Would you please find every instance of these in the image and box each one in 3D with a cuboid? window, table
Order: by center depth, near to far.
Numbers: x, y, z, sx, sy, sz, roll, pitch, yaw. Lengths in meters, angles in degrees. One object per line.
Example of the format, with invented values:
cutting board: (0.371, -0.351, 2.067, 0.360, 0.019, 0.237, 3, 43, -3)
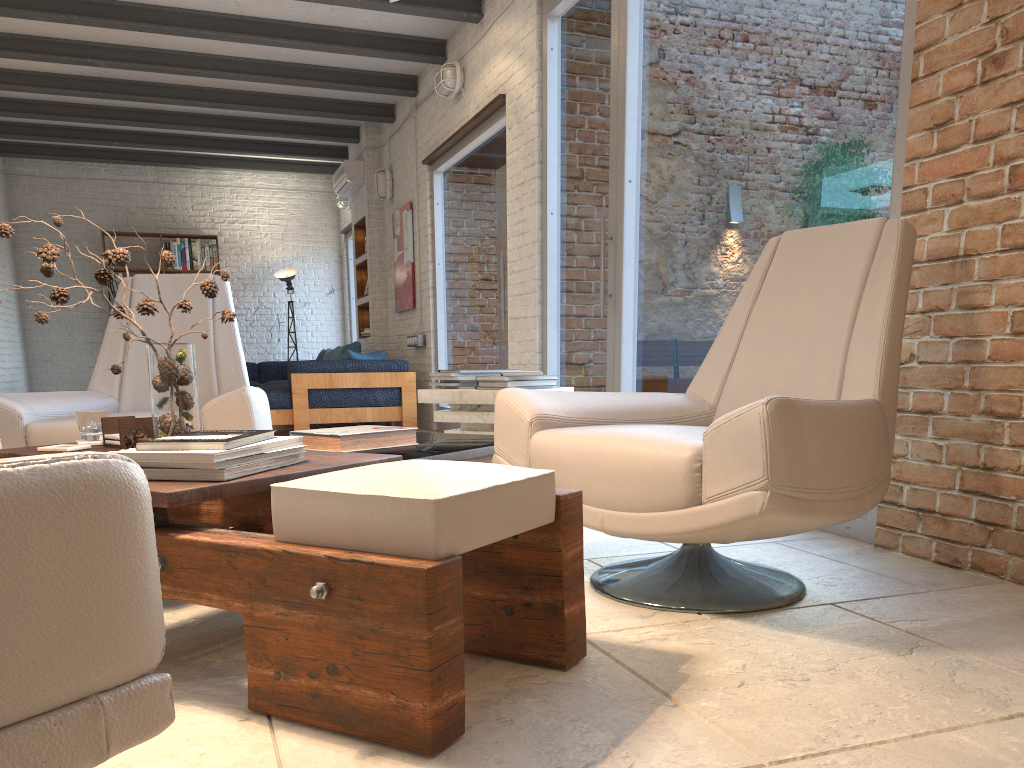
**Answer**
table: (-0.678, 0.346, 2.515, 2.195, 0.440, 1.938, 1, 2, 31)
table: (-0.061, 0.272, 3.822, 0.492, 0.517, 0.485, 3, 8, 30)
window: (0.177, -2.755, 5.696, 0.644, 6.552, 12.103, -5, 5, -20)

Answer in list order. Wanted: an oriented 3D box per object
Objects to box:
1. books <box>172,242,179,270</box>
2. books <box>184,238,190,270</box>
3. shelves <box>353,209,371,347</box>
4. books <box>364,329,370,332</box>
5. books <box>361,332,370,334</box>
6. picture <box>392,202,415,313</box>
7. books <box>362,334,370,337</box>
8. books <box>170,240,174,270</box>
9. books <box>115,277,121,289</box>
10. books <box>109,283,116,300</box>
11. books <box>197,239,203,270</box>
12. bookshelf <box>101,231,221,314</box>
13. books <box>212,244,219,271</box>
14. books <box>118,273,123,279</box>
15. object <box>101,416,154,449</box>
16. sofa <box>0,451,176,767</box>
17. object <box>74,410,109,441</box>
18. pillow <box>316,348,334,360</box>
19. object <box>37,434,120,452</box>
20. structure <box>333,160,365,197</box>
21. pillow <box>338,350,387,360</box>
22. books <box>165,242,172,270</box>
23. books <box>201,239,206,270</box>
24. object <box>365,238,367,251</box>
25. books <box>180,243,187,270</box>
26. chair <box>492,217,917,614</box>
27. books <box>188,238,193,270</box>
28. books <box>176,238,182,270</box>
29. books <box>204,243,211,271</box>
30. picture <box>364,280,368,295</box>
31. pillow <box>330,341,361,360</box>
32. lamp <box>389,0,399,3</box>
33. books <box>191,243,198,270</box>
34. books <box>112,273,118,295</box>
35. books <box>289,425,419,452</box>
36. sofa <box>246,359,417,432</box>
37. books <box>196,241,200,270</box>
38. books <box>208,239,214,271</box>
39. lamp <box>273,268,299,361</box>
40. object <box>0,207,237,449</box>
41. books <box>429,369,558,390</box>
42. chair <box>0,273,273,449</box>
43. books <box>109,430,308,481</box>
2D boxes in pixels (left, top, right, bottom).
books: (-4.183, -1.574, 10.836, 0.055, 0.338, 0.249, -5, 9, -20)
books: (-4.050, -1.604, 10.876, 0.036, 0.393, 0.238, -5, 10, -20)
shelves: (-1.573, -1.130, 9.700, 0.191, 1.465, 0.749, -5, 10, -20)
books: (-1.591, -0.598, 9.778, 0.132, 0.034, 0.201, -1, 2, -10)
books: (-1.590, -0.572, 9.776, 0.170, 0.019, 0.232, -1, 2, -18)
picture: (-1.055, -1.201, 8.448, 0.019, 0.985, 0.727, -5, 9, -20)
books: (-1.601, -0.545, 9.790, 0.162, 0.017, 0.247, -1, 1, -10)
books: (-4.226, -1.588, 10.836, 0.020, 0.368, 0.265, -5, 9, -20)
books: (-4.813, -1.135, 10.735, 0.102, 0.343, 0.249, -4, 9, -20)
books: (-4.887, -1.158, 10.675, 0.091, 0.394, 0.238, -5, 10, -20)
books: (-3.916, -1.607, 10.949, 0.036, 0.393, 0.238, -5, 10, -20)
bookshelf: (-4.311, -0.723, 10.948, 1.313, 2.260, 0.355, -4, 12, -19)
books: (-3.748, -1.582, 11.017, 0.055, 0.338, 0.249, -5, 9, -20)
books: (-4.750, -1.159, 10.719, 0.121, 0.391, 0.238, -4, 10, -20)
object: (-1.075, 0.134, 2.440, 0.113, 0.084, 0.092, 4, 7, 42)
sofa: (-1.658, 0.224, 1.074, 2.319, 0.776, 1.123, 1, 5, 30)
object: (-1.204, 0.121, 2.504, 0.091, 0.087, 0.089, 3, 7, 29)
pillow: (-2.217, -0.223, 10.380, 0.242, 0.408, 1.086, -4, 4, -21)
object: (-1.190, 0.160, 2.430, 0.247, 0.035, 0.268, 1, 2, 42)
structure: (-1.769, -2.212, 9.419, 0.199, 0.224, 0.800, -3, 3, -20)
pillow: (-1.403, -0.141, 7.866, 0.375, 0.336, 0.554, 3, 5, 30)
books: (-4.262, -1.573, 10.828, 0.055, 0.338, 0.249, -5, 9, -20)
books: (-3.877, -1.607, 10.949, 0.036, 0.393, 0.238, -5, 10, -20)
object: (-1.565, -1.550, 9.569, 0.112, 0.249, 0.211, -3, 8, -12)
books: (-4.101, -1.576, 10.885, 0.055, 0.338, 0.249, -5, 9, -20)
chair: (0.608, 0.051, 2.390, 0.974, 1.024, 1.011, -5, 8, -35)
books: (-4.019, -1.605, 10.898, 0.036, 0.393, 0.238, -5, 10, -20)
books: (-4.141, -1.602, 10.850, 0.036, 0.393, 0.238, -5, 10, -20)
books: (-3.831, -1.580, 10.965, 0.055, 0.338, 0.249, -5, 9, -20)
picture: (-1.580, -1.110, 9.754, 0.101, 0.251, 0.189, -6, 10, -29)
pillow: (-1.766, -0.221, 9.128, 0.253, 0.426, 1.189, -4, 4, -21)
lamp: (-0.718, -2.355, 5.246, 0.059, 0.132, 0.085, 5, 10, 30)
books: (-3.970, -1.577, 10.905, 0.055, 0.338, 0.249, -5, 9, -20)
books: (-4.855, -1.159, 10.695, 0.091, 0.394, 0.238, -5, 10, -20)
books: (-0.510, 0.176, 2.829, 0.253, 0.058, 0.322, 1, 2, 40)
sofa: (-2.497, 0.080, 9.141, 2.073, 0.676, 3.878, -1, 2, -20)
books: (-3.939, -1.593, 10.929, 0.020, 0.368, 0.265, -5, 9, -20)
books: (-3.789, -1.609, 10.980, 0.036, 0.393, 0.238, -5, 10, -20)
lamp: (-2.657, -0.563, 11.212, 0.858, 1.894, 0.496, 8, 14, 41)
object: (-0.984, -0.125, 2.149, 0.313, 0.622, 0.533, 8, 11, 41)
books: (-0.043, -0.021, 3.709, 0.386, 0.081, 0.561, -2, 2, -36)
chair: (-1.435, 0.041, 3.507, 1.027, 1.042, 0.947, -1, 7, -3)
books: (-0.628, 0.148, 1.876, 0.250, 0.076, 0.392, 0, 2, 12)
